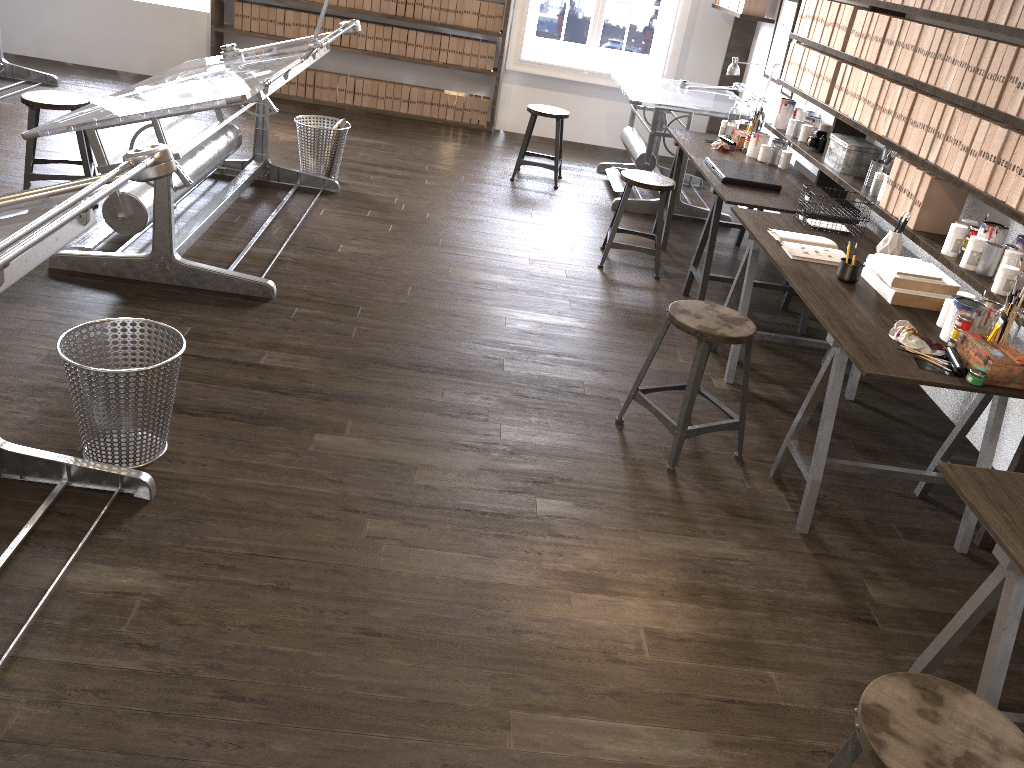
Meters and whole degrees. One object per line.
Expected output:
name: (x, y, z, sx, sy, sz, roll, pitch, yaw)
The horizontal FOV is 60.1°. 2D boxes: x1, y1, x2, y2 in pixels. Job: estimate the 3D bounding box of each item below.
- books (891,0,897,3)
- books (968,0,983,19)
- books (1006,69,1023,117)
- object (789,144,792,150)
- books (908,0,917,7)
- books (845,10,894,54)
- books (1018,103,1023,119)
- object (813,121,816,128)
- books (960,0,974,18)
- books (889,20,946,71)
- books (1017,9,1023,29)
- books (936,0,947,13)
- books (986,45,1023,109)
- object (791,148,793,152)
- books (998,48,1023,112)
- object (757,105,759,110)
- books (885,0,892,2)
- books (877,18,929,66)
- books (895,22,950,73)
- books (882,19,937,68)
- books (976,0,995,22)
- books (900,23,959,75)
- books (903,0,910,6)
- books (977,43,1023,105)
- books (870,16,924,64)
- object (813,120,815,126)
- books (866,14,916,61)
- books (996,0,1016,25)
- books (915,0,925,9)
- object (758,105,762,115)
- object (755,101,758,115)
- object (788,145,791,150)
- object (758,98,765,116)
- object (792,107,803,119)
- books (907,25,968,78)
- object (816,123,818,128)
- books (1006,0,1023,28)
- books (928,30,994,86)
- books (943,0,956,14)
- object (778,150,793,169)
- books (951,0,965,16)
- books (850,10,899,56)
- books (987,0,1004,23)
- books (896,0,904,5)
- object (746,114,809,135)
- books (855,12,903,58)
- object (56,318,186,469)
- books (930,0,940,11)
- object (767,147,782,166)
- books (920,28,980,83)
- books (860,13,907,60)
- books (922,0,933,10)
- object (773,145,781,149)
books: (1.873, -1.849, 4.074, 0.174, 0.221, 0.068, 8, 25, -4)
books: (1.882, -1.495, 3.392, 0.174, 0.221, 0.068, 8, 25, -4)
books: (1.839, -1.015, 3.049, 0.174, 0.221, 0.068, 8, 25, -5)
object: (1.585, -1.319, 5.093, 0.004, 0.131, 0.030, 6, 26, -9)
books: (1.873, -1.757, 3.895, 0.174, 0.221, 0.068, 8, 25, -4)
books: (1.824, -1.777, 4.516, 0.174, 0.221, 0.068, 8, 25, -5)
books: (1.844, -0.982, 2.985, 0.174, 0.221, 0.068, 8, 25, -4)
object: (1.774, -1.499, 5.224, 0.004, 0.131, 0.030, 17, 26, 15)
books: (1.879, -1.526, 3.451, 0.174, 0.221, 0.068, 8, 25, -5)
books: (1.832, -1.511, 4.004, 0.174, 0.221, 0.068, 8, 25, -5)
books: (1.885, -1.325, 3.064, 0.174, 0.221, 0.068, 8, 25, -5)
books: (1.875, -1.624, 3.639, 0.174, 0.221, 0.068, 8, 25, -5)
books: (1.836, -1.084, 3.181, 0.174, 0.221, 0.068, 8, 25, -4)
object: (1.599, -1.315, 5.106, 0.004, 0.101, 0.036, 5, 26, -11)
books: (1.843, -1.048, 3.113, 0.174, 0.221, 0.068, 8, 25, -5)
object: (1.464, -1.603, 5.368, 0.023, 0.176, 0.006, 18, 26, 17)
books: (1.873, -1.882, 4.138, 0.174, 0.221, 0.068, 8, 25, -4)
books: (1.831, -1.577, 4.133, 0.174, 0.221, 0.068, 8, 25, -4)
books: (1.833, -1.477, 3.940, 0.174, 0.221, 0.068, 8, 25, -5)
books: (1.827, -1.545, 4.068, 0.174, 0.221, 0.068, 8, 25, -4)
books: (1.877, -1.461, 3.324, 0.174, 0.221, 0.068, 8, 25, -5)
books: (1.828, -1.446, 3.879, 0.174, 0.221, 0.068, 8, 25, -4)
books: (1.874, -1.786, 3.952, 0.174, 0.221, 0.068, 8, 25, -4)
books: (1.841, -1.118, 3.249, 0.174, 0.221, 0.068, 8, 25, -5)
books: (1.825, -1.613, 4.200, 0.174, 0.221, 0.068, 8, 25, -5)
object: (1.773, -1.504, 5.232, 0.005, 0.115, 0.036, 17, 26, 14)
books: (1.830, -1.648, 4.268, 0.174, 0.221, 0.068, 8, 25, -4)
books: (1.879, -1.392, 3.192, 0.174, 0.221, 0.068, 8, 25, -4)
books: (1.871, -1.723, 3.829, 0.174, 0.221, 0.068, 8, 25, -5)
object: (1.476, -1.599, 5.343, 0.006, 0.189, 0.056, 7, 25, -6)
object: (1.462, -1.608, 5.343, 0.007, 0.210, 0.055, 24, 28, 26)
object: (1.580, -1.324, 5.100, 0.005, 0.115, 0.037, 6, 26, -10)
object: (1.486, -1.614, 5.345, 0.021, 0.224, 0.007, 13, 25, 6)
object: (1.755, -1.633, 5.468, 0.051, 0.137, 0.051, 7, 26, -7)
books: (1.833, -1.414, 3.818, 0.174, 0.221, 0.068, 8, 25, -5)
object: (1.790, -1.491, 5.230, 0.004, 0.101, 0.036, 16, 26, 12)
books: (1.884, -1.358, 3.128, 0.174, 0.221, 0.068, 8, 25, -5)
books: (1.835, -1.318, 3.632, 0.174, 0.221, 0.068, 8, 25, -5)
books: (1.873, -1.590, 3.573, 0.174, 0.221, 0.068, 8, 25, -5)
object: (1.556, -1.278, 5.046, 0.062, 0.092, 0.062, -14, 35, -40)
books: (1.874, -1.556, 3.508, 0.174, 0.221, 0.068, 8, 25, -4)
books: (1.821, -1.743, 4.450, 0.174, 0.221, 0.068, 8, 25, -5)
books: (1.883, -1.425, 3.257, 0.174, 0.221, 0.068, 8, 25, -4)
books: (1.868, -1.818, 4.012, 0.174, 0.221, 0.068, 8, 25, -5)
object: (1.593, -1.538, 5.328, 0.346, 0.143, 0.078, 18, 27, 16)
books: (1.822, -1.709, 4.384, 0.174, 0.221, 0.068, 8, 25, -4)
object: (-1.183, 0.042, 2.701, 0.354, 0.370, 0.359, 17, 27, 15)
books: (1.879, -1.656, 3.703, 0.174, 0.221, 0.068, 8, 25, -4)
object: (1.508, -1.306, 5.085, 0.063, 0.091, 0.063, -14, 35, -40)
books: (1.831, -1.351, 3.696, 0.174, 0.221, 0.068, 8, 25, -4)
books: (1.827, -1.679, 4.327, 0.174, 0.221, 0.068, 8, 25, -5)
books: (1.876, -1.689, 3.766, 0.174, 0.221, 0.068, 8, 25, -4)
object: (1.525, -1.330, 5.136, 0.044, 0.099, 0.046, 8, 26, -5)
